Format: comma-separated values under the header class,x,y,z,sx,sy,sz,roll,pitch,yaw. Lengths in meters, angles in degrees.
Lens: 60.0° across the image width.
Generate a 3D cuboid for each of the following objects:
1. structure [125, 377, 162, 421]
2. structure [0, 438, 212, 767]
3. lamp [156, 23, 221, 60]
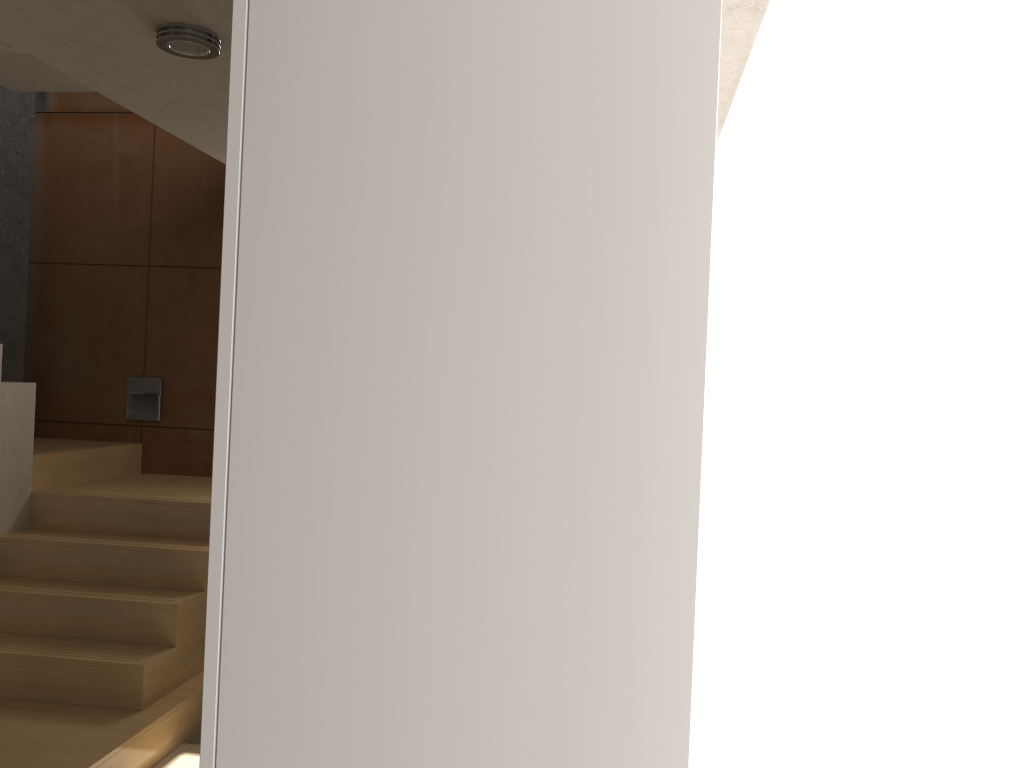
class,x,y,z,sx,sy,sz,roll,pitch,yaw
structure,-2.227,0.090,5.408,0.220,0.260,0.096,2,0,7
structure,-2.245,0.915,4.166,1.950,1.110,2.400,2,0,7
lamp,-0.934,-0.989,2.562,0.173,0.044,0.173,2,0,42
